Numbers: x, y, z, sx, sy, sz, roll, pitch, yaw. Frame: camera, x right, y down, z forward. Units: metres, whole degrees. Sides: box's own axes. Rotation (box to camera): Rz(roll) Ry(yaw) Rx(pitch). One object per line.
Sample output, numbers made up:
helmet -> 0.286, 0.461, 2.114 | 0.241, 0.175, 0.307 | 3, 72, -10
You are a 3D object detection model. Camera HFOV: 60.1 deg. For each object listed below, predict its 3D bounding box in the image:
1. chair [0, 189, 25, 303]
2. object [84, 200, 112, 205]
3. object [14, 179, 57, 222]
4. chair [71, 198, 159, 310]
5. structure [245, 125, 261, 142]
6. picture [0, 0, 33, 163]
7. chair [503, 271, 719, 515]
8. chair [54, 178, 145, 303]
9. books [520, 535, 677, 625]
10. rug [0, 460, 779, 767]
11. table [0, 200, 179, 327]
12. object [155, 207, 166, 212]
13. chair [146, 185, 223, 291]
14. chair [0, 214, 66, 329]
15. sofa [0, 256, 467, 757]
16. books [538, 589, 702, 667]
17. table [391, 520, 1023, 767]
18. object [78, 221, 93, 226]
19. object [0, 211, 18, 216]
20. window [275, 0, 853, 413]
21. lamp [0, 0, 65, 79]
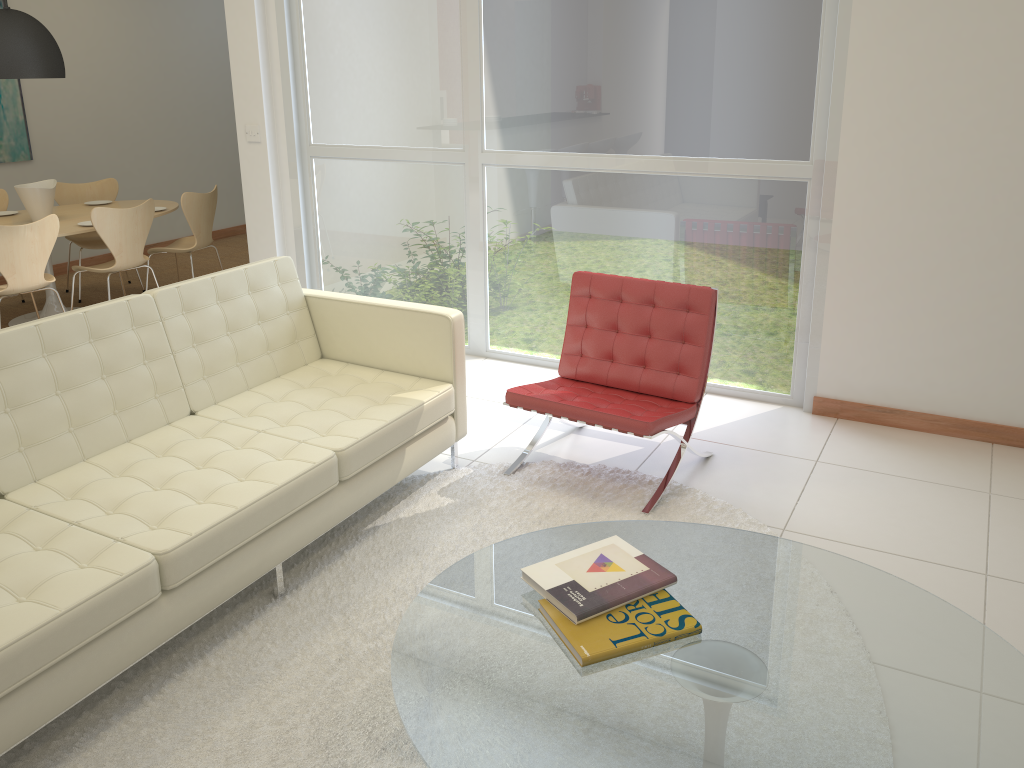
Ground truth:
chair -> -3.856, -0.965, 6.604 | 0.518, 0.892, 0.528 | 10, 21, 31
object -> -3.331, -1.456, 7.128 | 0.210, 0.015, 0.214 | 1, 20, 6
object -> -3.373, -1.299, 6.304 | 0.272, 0.275, 0.264 | -9, 20, -25
chair -> -2.765, -0.822, 6.167 | 0.517, 0.892, 0.528 | 9, 20, 27
structure -> -1.689, -1.632, 5.767 | 0.114, 0.103, 0.013 | 9, 19, 27
picture -> -4.541, -2.368, 6.663 | 0.020, 1.482, 1.762 | 8, 20, 27
chair -> 0.444, -0.014, 3.902 | 0.703, 0.803, 0.715 | 11, 21, 32
chair -> -3.378, -1.186, 7.209 | 0.525, 0.892, 0.521 | -14, 22, -35
books -> 0.227, 0.508, 2.332 | 0.325, 0.026, 0.259 | -13, 23, -30
rug -> -0.236, 0.904, 2.535 | 2.452, 0.004, 3.372 | 10, 22, 28
table -> -3.386, -0.824, 6.446 | 1.284, 0.717, 2.293 | 10, 22, 27
object -> -2.744, -1.328, 6.747 | 0.210, 0.015, 0.214 | -3, 20, -6
chair -> -2.507, -1.051, 6.799 | 0.516, 0.892, 0.530 | 3, 18, 11
chair -> -3.129, -0.607, 5.575 | 0.518, 0.892, 0.527 | 12, 21, 34
sofa -> -1.232, 0.260, 3.021 | 1.004, 0.907, 2.600 | 9, 22, 27
books -> 0.264, 0.581, 2.205 | 0.324, 0.026, 0.259 | -8, 21, -21
table -> 0.461, 0.840, 2.103 | 1.542, 0.398, 1.339 | 9, 22, 26
object -> -2.907, -1.115, 6.158 | 0.210, 0.015, 0.213 | -6, 20, -14
object -> -3.815, -1.273, 6.633 | 0.212, 0.015, 0.212 | -19, 26, -41
window -> 0.066, -1.397, 5.025 | 3.445, 2.670, 0.123 | 9, 20, 27
lamp -> -3.394, -2.797, 5.858 | 0.596, 1.469, 0.602 | 9, 20, 29
